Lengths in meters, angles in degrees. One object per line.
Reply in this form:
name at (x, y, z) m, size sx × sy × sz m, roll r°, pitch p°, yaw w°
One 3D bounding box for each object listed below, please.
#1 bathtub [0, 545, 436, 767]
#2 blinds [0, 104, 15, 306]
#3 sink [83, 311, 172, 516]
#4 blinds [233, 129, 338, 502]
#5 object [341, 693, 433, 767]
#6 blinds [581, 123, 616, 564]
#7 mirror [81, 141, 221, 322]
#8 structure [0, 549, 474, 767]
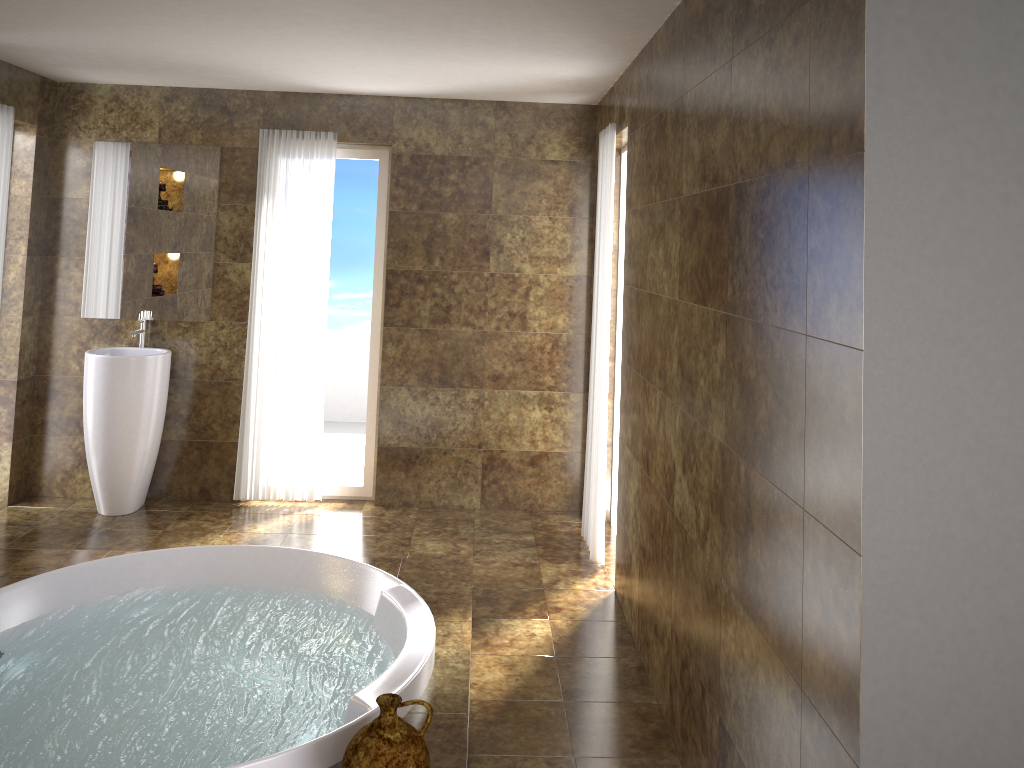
bathtub at (-1.149, 1.004, 3.005) m, size 1.760 × 0.521 × 1.756 m, roll 7°, pitch 9°, yaw 29°
blinds at (-2.779, -0.354, 4.442) m, size 0.068 × 2.275 × 0.596 m, roll 2°, pitch -3°, yaw -3°
sink at (-2.233, 0.159, 4.977) m, size 0.459 × 1.136 × 0.434 m, roll 2°, pitch -2°, yaw 1°
blinds at (-1.357, -0.432, 5.238) m, size 0.519 × 2.264 × 0.067 m, roll 2°, pitch -4°, yaw -2°
object at (-0.327, 0.963, 2.257) m, size 0.229 × 0.274 × 0.231 m, roll 1°, pitch 2°, yaw -30°
blinds at (0.464, -0.264, 4.650) m, size 0.069 × 2.276 × 0.480 m, roll 2°, pitch -3°, yaw -3°
mirror at (-2.201, -0.933, 5.276) m, size 0.767 × 1.091 × 0.008 m, roll 2°, pitch -4°, yaw -2°
structure at (-1.148, 1.012, 3.006) m, size 2.003 × 0.123 × 2.024 m, roll 2°, pitch 9°, yaw -2°
